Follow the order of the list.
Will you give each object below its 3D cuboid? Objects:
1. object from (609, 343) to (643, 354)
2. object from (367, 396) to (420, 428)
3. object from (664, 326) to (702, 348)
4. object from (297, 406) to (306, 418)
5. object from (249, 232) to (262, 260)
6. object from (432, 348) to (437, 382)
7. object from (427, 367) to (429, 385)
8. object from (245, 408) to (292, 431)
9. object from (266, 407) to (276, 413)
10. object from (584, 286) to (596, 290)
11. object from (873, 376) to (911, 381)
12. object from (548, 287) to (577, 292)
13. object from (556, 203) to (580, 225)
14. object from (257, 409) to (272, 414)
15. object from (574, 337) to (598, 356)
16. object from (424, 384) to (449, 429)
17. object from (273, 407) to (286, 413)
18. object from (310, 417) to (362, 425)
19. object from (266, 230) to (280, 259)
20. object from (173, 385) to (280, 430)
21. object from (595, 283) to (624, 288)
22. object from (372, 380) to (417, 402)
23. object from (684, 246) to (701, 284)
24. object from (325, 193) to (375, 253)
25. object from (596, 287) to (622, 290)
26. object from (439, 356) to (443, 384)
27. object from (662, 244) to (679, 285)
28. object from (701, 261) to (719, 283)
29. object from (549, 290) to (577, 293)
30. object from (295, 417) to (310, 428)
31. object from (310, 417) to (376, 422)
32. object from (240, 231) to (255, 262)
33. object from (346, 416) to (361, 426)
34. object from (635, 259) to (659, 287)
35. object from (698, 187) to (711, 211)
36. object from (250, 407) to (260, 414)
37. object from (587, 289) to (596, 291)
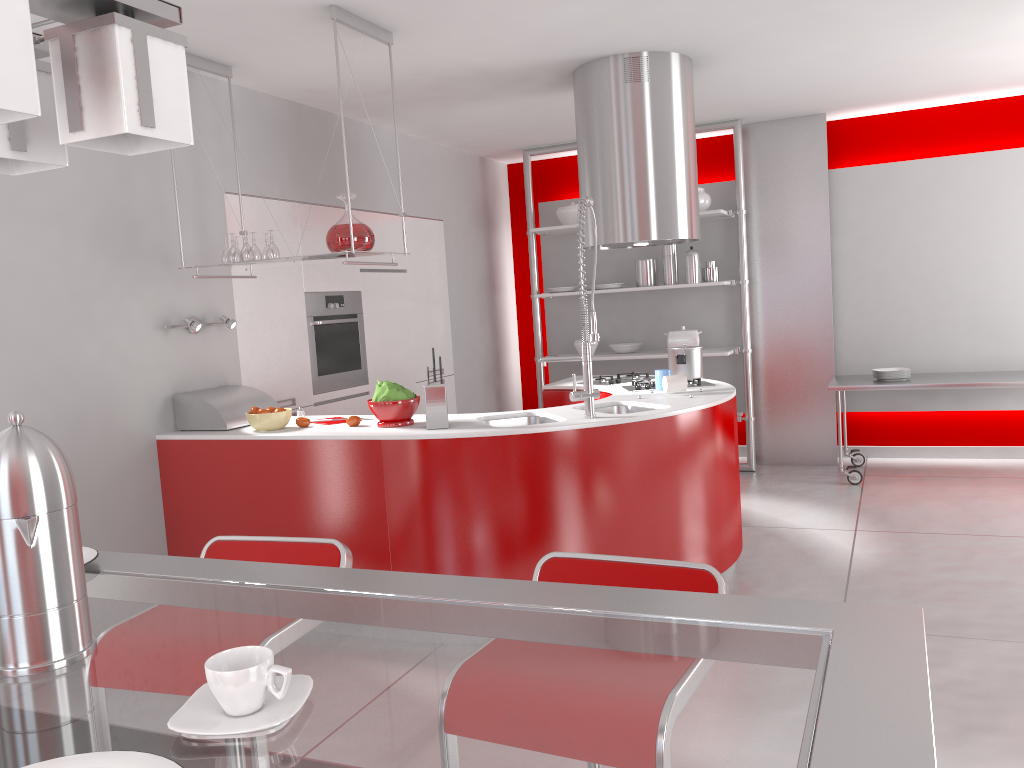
[{"bbox_3d":[0.905,-0.281,7.044,0.272,0.072,0.272,-5,5,-12],"label":"object"},{"bbox_3d":[-0.509,0.121,3.852,0.229,0.118,0.228,-4,5,-5],"label":"object"},{"bbox_3d":[1.308,-0.344,6.763,0.282,0.197,0.235,-3,5,14],"label":"object"},{"bbox_3d":[-1.021,0.141,4.294,0.043,0.066,0.042,0,6,37],"label":"object"},{"bbox_3d":[-1.170,-0.617,4.028,0.060,0.141,0.060,-2,6,23],"label":"object"},{"bbox_3d":[-0.321,0.011,3.714,0.014,0.322,0.150,-4,5,-5],"label":"object"},{"bbox_3d":[-0.346,0.027,3.705,0.009,0.197,0.091,-4,5,-5],"label":"object"},{"bbox_3d":[-1.092,0.164,3.996,0.201,0.086,0.201,-1,6,24],"label":"object"},{"bbox_3d":[-1.098,0.130,4.042,0.066,0.049,0.062,-2,5,20],"label":"object"},{"bbox_3d":[0.681,-0.769,7.114,0.244,0.042,0.244,-2,5,15],"label":"object"},{"bbox_3d":[2.608,-0.040,6.096,0.228,0.020,0.228,-3,5,5],"label":"object"},{"bbox_3d":[0.401,-0.740,6.995,0.244,0.042,0.244,-3,5,8],"label":"object"},{"bbox_3d":[0.463,-1.331,6.982,0.231,0.191,0.231,-6,6,-26],"label":"object"},{"bbox_3d":[-1.110,0.136,3.981,0.065,0.052,0.062,-3,5,8],"label":"object"},{"bbox_3d":[0.586,-0.329,7.014,0.192,0.214,0.192,-3,5,10],"label":"object"},{"bbox_3d":[-0.315,0.089,3.693,0.091,0.178,0.137,-4,5,-3],"label":"object"},{"bbox_3d":[-1.047,0.130,3.999,0.066,0.049,0.062,-1,6,31],"label":"object"},{"bbox_3d":[-0.837,0.172,4.142,0.168,0.006,0.266,-8,7,-39],"label":"object"},{"bbox_3d":[-1.078,-0.620,3.989,0.060,0.141,0.060,-2,6,23],"label":"object"},{"bbox_3d":[-1.361,0.107,4.274,0.300,0.170,0.400,-2,6,23],"label":"object"},{"bbox_3d":[0.745,-0.747,6.831,0.244,0.042,0.244,-3,5,8],"label":"object"},{"bbox_3d":[-0.503,0.067,3.843,0.198,0.182,0.193,-1,6,29],"label":"object"},{"bbox_3d":[1.330,-0.877,6.536,0.115,0.274,0.115,-2,5,16],"label":"object"},{"bbox_3d":[-0.715,-0.698,3.892,0.213,0.266,0.213,-8,7,-38],"label":"object"},{"bbox_3d":[0.745,-0.734,6.832,0.280,0.015,0.280,-8,6,-37],"label":"object"},{"bbox_3d":[-0.292,0.025,3.708,0.012,0.279,0.130,-4,5,-5],"label":"object"},{"bbox_3d":[1.188,-0.905,6.648,0.109,0.329,0.110,-2,6,21],"label":"object"},{"bbox_3d":[1.492,-0.842,6.676,0.127,0.157,0.127,0,6,34],"label":"object"},{"bbox_3d":[0.402,-0.726,6.997,0.280,0.015,0.280,-7,6,-29],"label":"object"},{"bbox_3d":[-0.942,0.174,3.996,0.065,0.047,0.063,-2,6,23],"label":"object"},{"bbox_3d":[-0.780,0.163,4.136,0.375,0.008,0.041,-4,5,0],"label":"object"},{"bbox_3d":[-1.180,-0.609,3.943,0.060,0.141,0.060,-4,5,0],"label":"object"},{"bbox_3d":[-0.699,0.163,3.912,0.064,0.048,0.063,-4,5,2],"label":"object"},{"bbox_3d":[1.023,-0.845,6.774,0.184,0.205,0.172,-1,6,29],"label":"object"},{"bbox_3d":[1.349,-1.376,6.656,0.287,0.222,0.287,-6,6,-22],"label":"object"},{"bbox_3d":[-1.156,0.131,4.020,0.055,0.058,0.066,-3,5,9],"label":"object"},{"bbox_3d":[0.682,-0.755,7.115,0.280,0.015,0.280,-7,6,-29],"label":"object"}]
